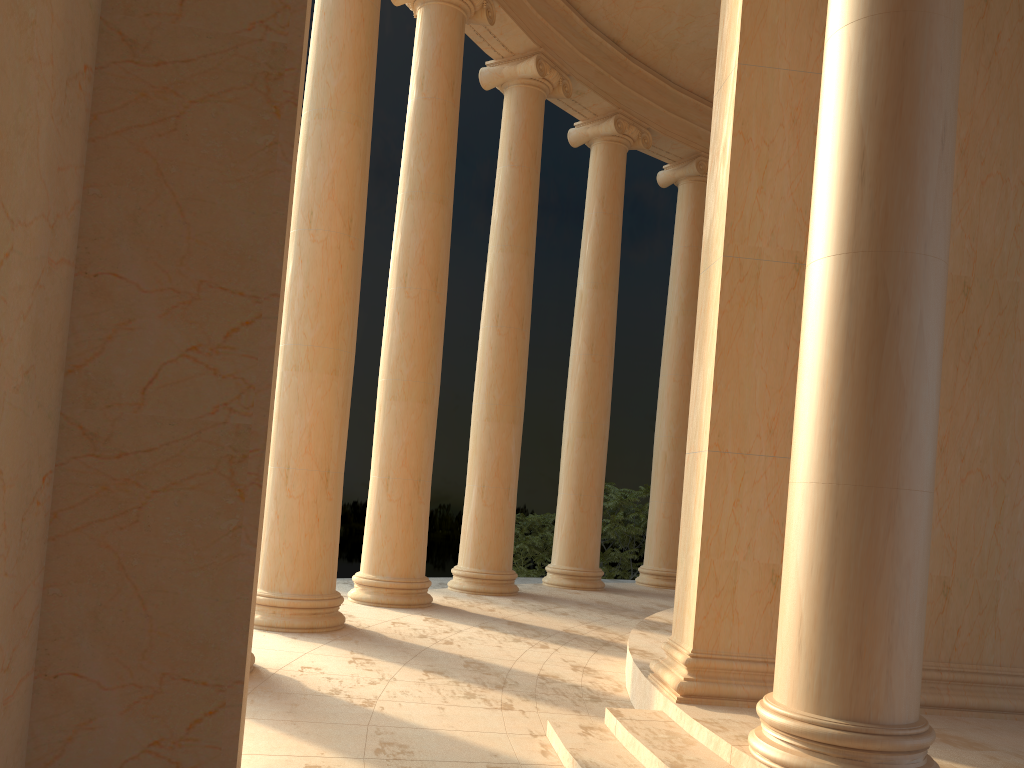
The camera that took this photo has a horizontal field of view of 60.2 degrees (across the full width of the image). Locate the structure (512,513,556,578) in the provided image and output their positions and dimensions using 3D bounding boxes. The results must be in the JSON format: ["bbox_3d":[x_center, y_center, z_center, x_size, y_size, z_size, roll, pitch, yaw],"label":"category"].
[{"bbox_3d":[19.096,312.224,1521.178,149.084,187.732,156.420,4,-4,7],"label":"structure"}]

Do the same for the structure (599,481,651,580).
[{"bbox_3d":[207.197,325.682,1609.241,247.221,298.545,238.499,5,-4,-2],"label":"structure"}]
